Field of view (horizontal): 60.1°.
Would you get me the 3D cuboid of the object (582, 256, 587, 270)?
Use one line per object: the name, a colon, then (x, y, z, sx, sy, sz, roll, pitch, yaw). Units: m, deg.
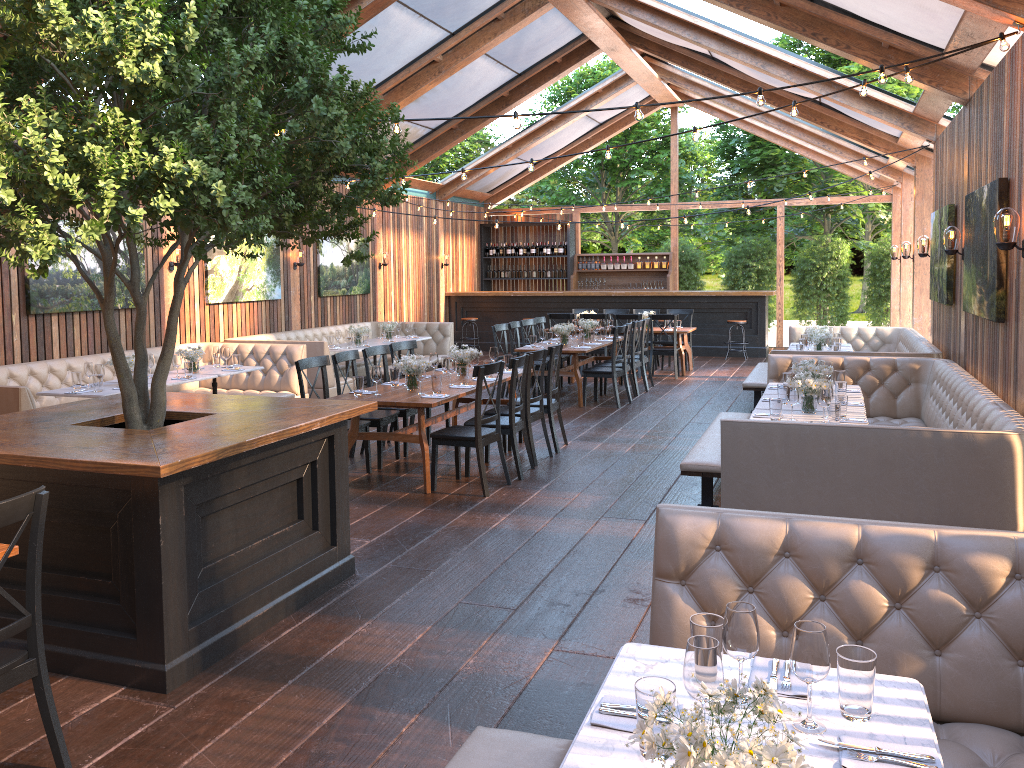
object: (1.683, -2.792, 20.471, 0.094, 0.317, 0.095, 2, 5, 35)

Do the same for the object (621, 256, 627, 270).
object: (2.552, -2.756, 20.151, 0.138, 0.309, 0.139, 0, 4, 14)

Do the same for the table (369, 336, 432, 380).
table: (-1.800, -0.399, 14.201, 0.799, 0.669, 0.803, 1, 6, 19)

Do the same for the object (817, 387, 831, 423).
object: (2.145, 0.150, 6.084, 0.092, 0.243, 0.092, -2, 4, -22)

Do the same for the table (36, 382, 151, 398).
table: (-3.900, 0.376, 8.432, 0.799, 0.669, 0.803, 1, 6, 19)

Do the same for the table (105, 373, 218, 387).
table: (-3.621, 0.273, 9.197, 0.799, 0.669, 0.803, 1, 6, 20)

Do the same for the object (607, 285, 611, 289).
object: (2.235, -2.231, 20.310, 0.124, 0.096, 0.124, 3, 7, 31)

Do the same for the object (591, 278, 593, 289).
object: (1.830, -2.321, 20.466, 0.092, 0.243, 0.092, 3, 5, 40)

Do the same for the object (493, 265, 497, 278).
object: (-0.413, -2.657, 20.960, 0.094, 0.307, 0.095, -2, 4, -15)

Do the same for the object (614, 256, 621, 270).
object: (2.413, -2.762, 20.209, 0.138, 0.309, 0.139, 1, 5, 24)

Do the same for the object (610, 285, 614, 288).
object: (2.281, -2.212, 20.158, 0.124, 0.096, 0.124, 3, 7, 31)

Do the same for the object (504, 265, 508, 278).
object: (-0.131, -2.654, 20.911, 0.094, 0.307, 0.094, -2, 4, -16)

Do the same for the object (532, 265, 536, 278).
object: (0.520, -2.622, 20.610, 0.094, 0.307, 0.094, 1, 4, 17)

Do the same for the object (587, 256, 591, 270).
object: (1.790, -2.792, 20.465, 0.094, 0.317, 0.095, 0, 4, 15)

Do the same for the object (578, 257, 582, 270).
object: (1.595, -2.799, 20.532, 0.094, 0.317, 0.095, 1, 4, 20)

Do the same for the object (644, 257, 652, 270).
object: (3.076, -2.730, 19.997, 0.176, 0.287, 0.110, 2, 5, 25)

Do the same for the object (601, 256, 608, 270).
object: (2.119, -2.774, 20.326, 0.138, 0.309, 0.139, 1, 5, 24)

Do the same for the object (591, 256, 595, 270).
object: (1.873, -2.785, 20.398, 0.094, 0.317, 0.095, 0, 4, 15)

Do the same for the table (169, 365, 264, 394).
table: (-3.343, 0.170, 9.963, 0.799, 0.669, 0.803, 1, 6, 19)

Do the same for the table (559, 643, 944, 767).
table: (0.576, 1.145, 2.102, 0.799, 0.669, 0.803, 1, 6, 19)

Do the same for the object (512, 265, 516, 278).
object: (0.043, -2.645, 20.828, 0.094, 0.307, 0.094, 0, 4, 16)

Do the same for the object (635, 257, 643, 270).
object: (2.885, -2.734, 20.043, 0.176, 0.287, 0.110, 1, 4, 15)

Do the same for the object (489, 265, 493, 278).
object: (-0.502, -2.659, 20.983, 0.094, 0.307, 0.094, 1, 4, 25)

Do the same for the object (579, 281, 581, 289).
object: (1.555, -2.273, 20.353, 0.070, 0.185, 0.070, 1, 4, 24)

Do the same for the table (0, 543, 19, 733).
table: (-2.734, 1.115, 2.414, 0.950, 0.726, 2.444, 1, 7, 20)

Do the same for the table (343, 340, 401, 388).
table: (-2.079, -0.296, 13.436, 0.799, 0.669, 0.803, 1, 6, 20)

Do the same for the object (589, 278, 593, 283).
object: (1.814, -2.304, 20.342, 0.092, 0.243, 0.092, 3, 5, 40)

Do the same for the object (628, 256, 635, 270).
object: (2.708, -2.753, 20.117, 0.138, 0.309, 0.139, 1, 5, 24)

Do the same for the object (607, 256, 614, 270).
object: (2.264, -2.768, 20.268, 0.138, 0.309, 0.139, 1, 4, 20)

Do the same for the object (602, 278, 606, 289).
object: (2.115, -2.295, 20.239, 0.092, 0.243, 0.092, -1, 4, -5)

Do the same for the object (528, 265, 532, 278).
object: (0.412, -2.629, 20.668, 0.094, 0.307, 0.094, 1, 4, 20)

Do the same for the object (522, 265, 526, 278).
object: (0.291, -2.627, 20.663, 0.094, 0.307, 0.095, -1, 4, 2)

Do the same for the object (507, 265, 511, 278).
object: (-0.064, -2.643, 20.824, 0.094, 0.307, 0.094, 3, 5, 41)

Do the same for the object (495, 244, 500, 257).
object: (-0.356, -3.174, 20.997, 0.136, 0.314, 0.137, -2, 4, -18)

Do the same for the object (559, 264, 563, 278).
object: (1.134, -2.599, 20.375, 0.094, 0.307, 0.094, 1, 4, 21)

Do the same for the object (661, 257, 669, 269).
object: (3.431, -2.717, 19.862, 0.176, 0.287, 0.110, 2, 5, 25)

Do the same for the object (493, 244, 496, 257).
object: (-0.416, -3.158, 20.903, 0.077, 0.306, 0.077, 2, 5, 36)

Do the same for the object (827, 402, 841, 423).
object: (2.173, 0.207, 5.972, 0.092, 0.157, 0.092, 0, 5, 6)

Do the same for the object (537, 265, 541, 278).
object: (0.636, -2.622, 20.594, 0.095, 0.307, 0.094, -4, 5, -43)

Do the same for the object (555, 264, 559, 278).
object: (1.040, -2.604, 20.423, 0.094, 0.307, 0.094, 0, 4, 16)

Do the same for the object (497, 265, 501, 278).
object: (-0.308, -2.658, 20.962, 0.095, 0.307, 0.094, -4, 5, -43)

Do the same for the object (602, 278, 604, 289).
object: (2.113, -2.309, 20.354, 0.092, 0.243, 0.092, -1, 4, -5)

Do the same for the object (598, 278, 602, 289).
object: (2.012, -2.297, 20.267, 0.092, 0.243, 0.092, -1, 4, -5)

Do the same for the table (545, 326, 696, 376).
table: (1.840, -0.581, 15.053, 2.431, 0.726, 0.955, 2, 7, 20)

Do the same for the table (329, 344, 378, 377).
table: (-2.357, -0.193, 12.671, 0.799, 0.669, 0.803, 1, 6, 19)

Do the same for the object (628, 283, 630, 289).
object: (2.680, -2.229, 20.120, 0.097, 0.134, 0.098, 0, 5, 6)

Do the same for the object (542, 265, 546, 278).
object: (0.733, -2.613, 20.521, 0.094, 0.307, 0.095, -2, 4, -15)

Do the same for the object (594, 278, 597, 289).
object: (1.920, -2.302, 20.312, 0.092, 0.243, 0.092, -1, 4, -5)

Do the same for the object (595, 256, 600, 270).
object: (1.978, -2.783, 20.378, 0.094, 0.317, 0.095, 2, 5, 30)

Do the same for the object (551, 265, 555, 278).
object: (0.952, -2.611, 20.485, 0.094, 0.307, 0.094, 3, 5, 41)

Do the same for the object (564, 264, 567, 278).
object: (1.243, -2.600, 20.374, 0.094, 0.307, 0.094, -4, 5, -44)

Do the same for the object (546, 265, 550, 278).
object: (0.844, -2.613, 20.508, 0.094, 0.307, 0.094, -2, 4, -16)

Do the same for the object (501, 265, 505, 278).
object: (-0.219, -2.655, 20.927, 0.094, 0.307, 0.094, 1, 4, 17)

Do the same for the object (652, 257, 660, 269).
object: (3.244, -2.719, 19.893, 0.176, 0.287, 0.110, 1, 4, 15)

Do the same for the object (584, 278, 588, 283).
object: (1.710, -2.309, 20.387, 0.092, 0.243, 0.092, 3, 5, 40)

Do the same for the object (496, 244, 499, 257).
object: (-0.340, -3.155, 20.853, 0.077, 0.308, 0.078, -1, 4, -1)

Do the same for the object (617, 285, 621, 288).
object: (2.441, -2.214, 20.160, 0.124, 0.096, 0.124, 0, 6, 9)
